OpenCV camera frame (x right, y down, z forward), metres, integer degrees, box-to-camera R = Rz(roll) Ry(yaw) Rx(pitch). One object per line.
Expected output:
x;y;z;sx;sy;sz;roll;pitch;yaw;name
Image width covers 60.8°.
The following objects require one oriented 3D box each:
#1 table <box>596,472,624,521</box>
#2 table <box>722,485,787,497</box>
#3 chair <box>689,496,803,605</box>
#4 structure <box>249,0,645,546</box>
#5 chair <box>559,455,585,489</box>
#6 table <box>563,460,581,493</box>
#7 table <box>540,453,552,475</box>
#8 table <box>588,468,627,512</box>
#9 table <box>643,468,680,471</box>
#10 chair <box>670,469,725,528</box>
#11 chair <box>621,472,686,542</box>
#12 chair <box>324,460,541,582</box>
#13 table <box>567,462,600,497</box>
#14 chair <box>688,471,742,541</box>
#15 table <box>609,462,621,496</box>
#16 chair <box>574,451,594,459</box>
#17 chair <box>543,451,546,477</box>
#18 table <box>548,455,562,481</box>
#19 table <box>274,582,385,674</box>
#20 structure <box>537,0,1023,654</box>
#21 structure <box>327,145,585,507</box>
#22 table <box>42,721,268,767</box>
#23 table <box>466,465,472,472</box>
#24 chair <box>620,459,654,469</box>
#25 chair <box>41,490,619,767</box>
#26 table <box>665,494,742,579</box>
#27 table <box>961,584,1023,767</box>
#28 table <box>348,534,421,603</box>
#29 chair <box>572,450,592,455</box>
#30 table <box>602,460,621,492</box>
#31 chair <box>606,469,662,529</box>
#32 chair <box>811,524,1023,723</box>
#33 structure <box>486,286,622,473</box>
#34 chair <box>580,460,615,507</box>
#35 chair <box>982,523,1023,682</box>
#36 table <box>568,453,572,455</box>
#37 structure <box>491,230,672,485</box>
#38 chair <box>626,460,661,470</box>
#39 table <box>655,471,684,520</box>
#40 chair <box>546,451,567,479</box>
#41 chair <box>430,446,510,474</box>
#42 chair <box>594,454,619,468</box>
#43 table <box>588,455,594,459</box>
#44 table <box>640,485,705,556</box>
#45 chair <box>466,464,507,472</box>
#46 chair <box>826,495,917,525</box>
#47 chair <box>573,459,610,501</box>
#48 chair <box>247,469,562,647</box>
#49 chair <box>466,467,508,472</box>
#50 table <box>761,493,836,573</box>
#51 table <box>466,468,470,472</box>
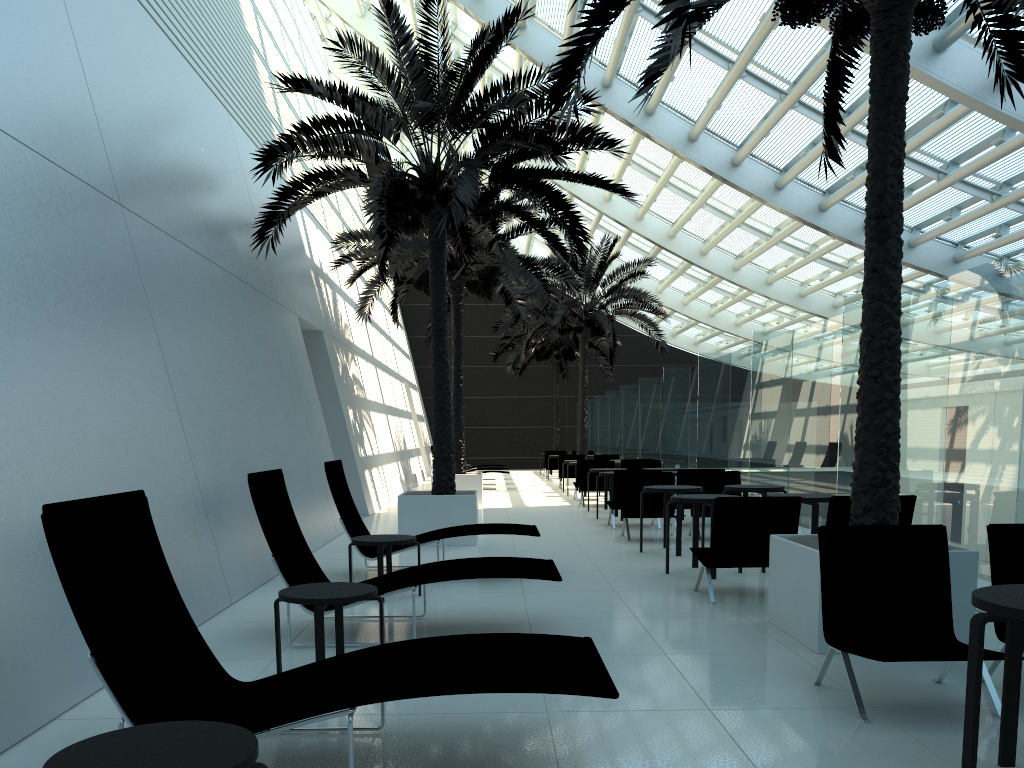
1.788;1.856;14.479;0.677;0.789;0.675;2;3;41;table
2.863;1.597;10.326;0.678;0.789;0.675;1;3;37;table
1.978;1.378;7.506;0.716;0.896;0.880;-1;2;-1;chair
-0.875;-1.340;11.169;4.631;6.904;4.241;-2;4;-23;structure
1.612;2.303;22.818;0.716;0.896;0.880;-1;2;-1;chair
1.635;2.282;21.548;0.678;0.789;0.675;1;3;37;table
1.400;2.876;31.385;0.676;0.789;0.677;-3;4;-44;table
1.764;1.944;15.944;0.678;0.789;0.675;1;3;37;table
2.733;1.938;15.965;0.678;0.789;0.675;1;3;37;table
2.777;1.721;13.317;0.716;0.896;0.880;-1;2;-1;chair
1.870;1.625;11.588;0.716;0.896;0.880;-1;2;-1;chair
-0.756;1.333;8.725;2.036;1.170;0.913;0;3;-1;chair
1.659;2.196;20.118;0.677;0.789;0.675;2;3;41;table
2.802;1.618;11.608;0.716;0.896;0.880;-1;2;-1;chair
2.628;2.189;20.138;0.677;0.789;0.675;2;3;41;table
2.413;2.639;28.526;0.716;0.896;0.880;-1;2;-1;chair
1.457;2.748;30.203;0.716;0.896;0.880;-1;2;-1;chair
1.505;2.624;27.211;0.678;0.789;0.675;1;3;37;table
-1.050;1.439;5.024;0.552;0.522;0.551;1;2;41;table
2.414;-1.801;5.511;4.819;7.092;4.397;1;4;17;structure
-1.218;-1.007;17.158;4.277;6.965;4.593;2;5;32;structure
-0.991;1.284;2.453;0.552;0.522;0.551;1;2;41;table
-1.555;2.766;27.001;0.552;0.522;0.551;1;2;41;table
2.648;2.062;18.956;0.716;0.896;0.880;-1;2;-1;chair
-0.638;1.023;3.584;2.036;1.170;0.913;0;3;-1;chair
1.921;1.506;8.688;0.677;0.789;0.675;2;3;41;table
2.056;1.176;3.213;0.676;0.789;0.677;-3;4;-44;table
-1.109;1.595;7.594;0.552;0.522;0.551;1;2;41;table
2.389;2.742;30.223;0.716;0.896;0.880;-1;2;-1;chair
2.604;2.276;21.569;0.678;0.789;0.675;1;3;37;table
1.845;1.728;13.297;0.716;0.896;0.880;-1;2;-1;chair
2.035;1.190;4.382;0.716;0.896;0.880;-1;2;-1;chair
1.808;-0.155;32.783;4.446;7.091;4.768;-2;4;-23;structure
1.740;1.966;17.239;0.716;0.896;0.880;-1;2;-1;chair
2.968;1.184;4.402;0.716;0.896;0.880;-1;2;-1;chair
2.369;2.869;31.406;0.676;0.789;0.677;-3;4;-44;table
1.969;-0.646;24.643;4.820;7.092;4.395;-1;4;-8;structure
2.672;1.959;17.259;0.716;0.896;0.880;-1;2;-1;chair
2.758;1.849;14.499;0.677;0.789;0.675;2;3;41;table
1.481;2.646;28.506;0.716;0.896;0.880;-1;2;-1;chair
-1.082;2.189;22.911;2.036;1.170;0.913;0;3;-1;chair
2.544;2.296;22.839;0.716;0.896;0.880;-1;2;-1;chair
2.474;2.618;27.232;0.678;0.789;0.675;1;3;37;table
1.893;1.604;10.305;0.678;0.789;0.675;1;3;37;table
-1.201;2.505;28.132;2.036;1.170;0.913;0;3;-1;chair
2.910;1.372;7.526;0.716;0.896;0.880;-1;2;-1;chair
1.716;2.068;18.936;0.716;0.896;0.880;-1;2;-1;chair
-0.697;1.178;6.154;2.036;1.170;0.913;0;3;-1;chair
-1.141;2.345;25.481;2.036;1.170;0.913;0;3;-1;chair
2.891;1.500;8.709;0.677;0.789;0.675;2;3;41;table
-1.494;2.606;24.351;0.552;0.522;0.551;1;2;41;table
